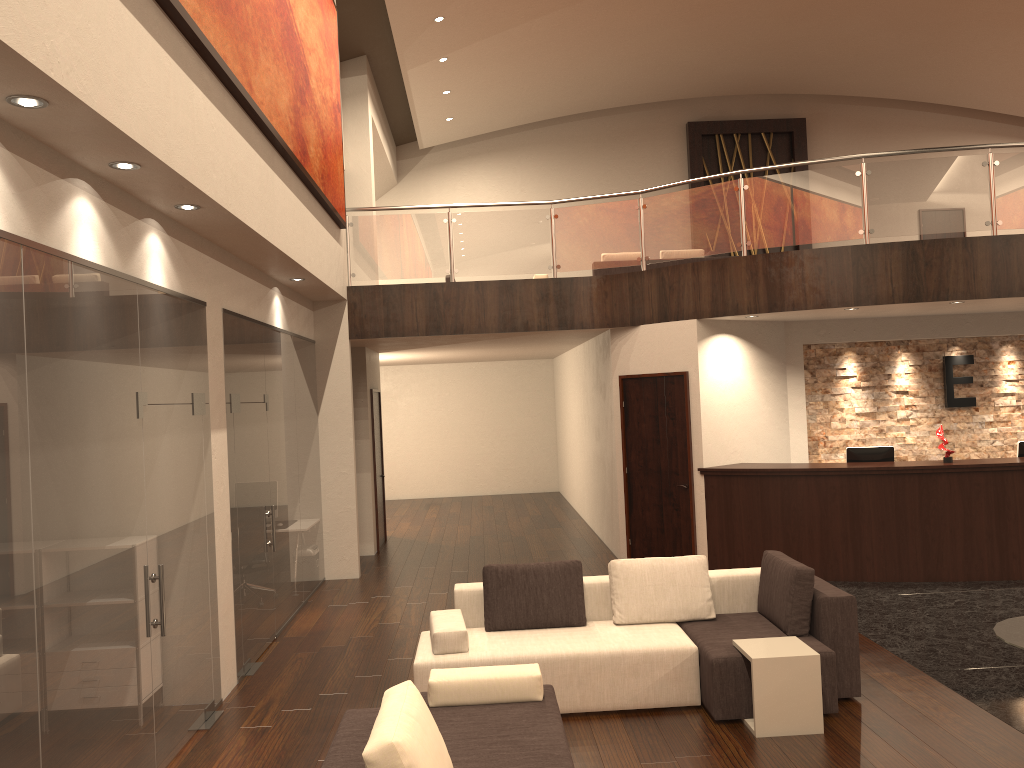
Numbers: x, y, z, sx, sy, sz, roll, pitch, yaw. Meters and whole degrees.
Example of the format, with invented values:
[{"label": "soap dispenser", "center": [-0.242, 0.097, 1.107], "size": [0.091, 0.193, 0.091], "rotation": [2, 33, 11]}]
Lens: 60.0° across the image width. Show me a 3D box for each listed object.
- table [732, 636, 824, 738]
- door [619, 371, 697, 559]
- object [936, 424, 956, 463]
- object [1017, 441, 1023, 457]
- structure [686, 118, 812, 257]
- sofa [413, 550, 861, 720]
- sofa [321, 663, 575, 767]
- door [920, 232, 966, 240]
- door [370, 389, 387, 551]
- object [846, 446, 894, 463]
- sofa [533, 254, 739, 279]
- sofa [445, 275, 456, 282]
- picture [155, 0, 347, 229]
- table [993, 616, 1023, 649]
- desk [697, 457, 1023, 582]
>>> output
[{"label": "table", "center": [1.595, 1.816, 5.348], "size": [0.400, 0.460, 0.400], "rotation": [-3, -1, -2]}, {"label": "door", "center": [1.670, 0.994, 10.158], "size": [0.104, 2.232, 0.990], "rotation": [-2, -1, -42]}, {"label": "object", "center": [4.443, 0.607, 9.067], "size": [0.163, 0.390, 0.165], "rotation": [-3, -1, 6]}, {"label": "object", "center": [5.591, 0.839, 9.370], "size": [0.483, 0.485, 0.189], "rotation": [-3, -1, -2]}, {"label": "structure", "center": [5.057, -3.466, 18.797], "size": [2.524, 4.236, 0.187], "rotation": [-3, -1, -2]}, {"label": "sofa", "center": [0.778, 1.660, 5.977], "size": [2.846, 0.862, 1.291], "rotation": [-3, -1, -2]}, {"label": "sofa", "center": [0.572, 1.632, 3.357], "size": [2.586, 0.862, 3.366], "rotation": [-3, -1, -2]}, {"label": "door", "center": [9.279, -2.649, 19.037], "size": [0.990, 2.232, 0.104], "rotation": [-3, -1, -2]}, {"label": "door", "center": [-1.927, 1.194, 12.718], "size": [0.104, 2.232, 0.990], "rotation": [-3, -1, -2]}, {"label": "object", "center": [3.873, 0.920, 9.573], "size": [0.483, 0.485, 0.189], "rotation": [-3, -1, 13]}, {"label": "sofa", "center": [1.904, -1.684, 15.214], "size": [3.366, 0.862, 2.586], "rotation": [-3, -1, -2]}, {"label": "sofa", "center": [0.247, -1.588, 16.650], "size": [3.366, 0.862, 2.586], "rotation": [-3, -1, -2]}, {"label": "picture", "center": [-1.855, -3.083, 6.899], "size": [0.070, 2.526, 6.485], "rotation": [-3, -1, -2]}, {"label": "table", "center": [2.737, 1.576, 4.127], "size": [0.833, 0.795, 0.844], "rotation": [-3, -1, 37]}, {"label": "desk", "center": [5.627, 1.335, 9.545], "size": [7.146, 1.171, 1.674], "rotation": [-3, -1, -1]}]
